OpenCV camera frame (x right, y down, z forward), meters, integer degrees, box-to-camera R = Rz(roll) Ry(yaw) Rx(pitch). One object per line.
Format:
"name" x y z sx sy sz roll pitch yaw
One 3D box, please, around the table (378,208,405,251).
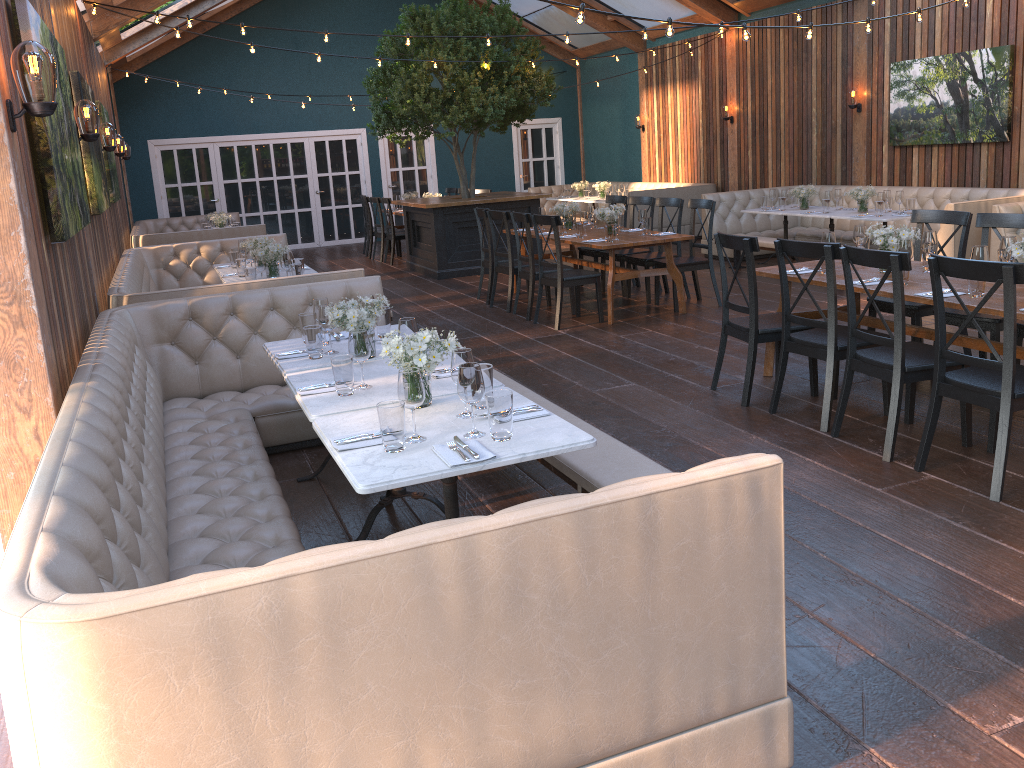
"table" -1.460 -2.531 14.739 0.953 0.720 2.458 -9 15 -20

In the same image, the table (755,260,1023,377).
"table" 2.479 -0.219 4.998 0.953 0.720 2.458 -9 15 -20

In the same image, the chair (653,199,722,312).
"chair" 1.683 -1.260 8.576 0.541 1.007 0.483 -7 12 -16

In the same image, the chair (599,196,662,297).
"chair" 1.268 -1.503 9.601 0.542 1.007 0.482 -10 13 -25

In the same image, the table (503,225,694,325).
"table" 0.808 -1.199 9.130 0.953 0.720 2.458 -9 15 -20

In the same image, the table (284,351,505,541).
"table" -0.514 0.301 3.901 0.801 0.663 0.807 -9 14 -20

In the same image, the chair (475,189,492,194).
"chair" -0.593 -2.582 14.151 0.543 1.007 0.480 -13 15 -37

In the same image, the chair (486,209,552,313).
"chair" 0.061 -1.301 9.143 0.542 1.007 0.482 -10 13 -25

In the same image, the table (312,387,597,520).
"table" -0.212 0.478 3.154 0.801 0.663 0.807 -9 14 -21

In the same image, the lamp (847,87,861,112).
"lamp" 4.391 -3.647 11.360 0.178 0.316 0.148 -8 13 -20

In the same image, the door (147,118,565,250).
"door" -2.691 -3.944 17.536 8.199 2.181 0.175 -9 13 -21

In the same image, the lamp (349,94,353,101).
"lamp" -2.863 -5.081 15.689 0.067 0.116 0.057 1 13 23

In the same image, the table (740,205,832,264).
"table" 3.414 -1.848 11.032 0.801 0.663 0.807 -9 14 -21

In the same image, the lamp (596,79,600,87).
"lamp" 1.338 -4.686 13.773 0.057 0.119 0.056 -15 16 -42

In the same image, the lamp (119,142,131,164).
"lamp" -5.815 -3.471 13.286 0.178 0.316 0.148 -8 13 -20

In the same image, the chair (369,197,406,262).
"chair" -1.978 -2.511 14.235 0.542 1.007 0.482 -10 13 -25

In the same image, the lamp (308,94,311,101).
"lamp" -3.484 -4.923 15.222 0.056 0.119 0.057 -3 12 3

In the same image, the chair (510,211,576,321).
"chair" 0.292 -1.183 8.638 0.541 1.007 0.482 -8 13 -18

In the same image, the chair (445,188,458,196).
"chair" -1.203 -2.954 15.713 0.542 1.007 0.482 -10 13 -25

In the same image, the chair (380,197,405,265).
"chair" -1.725 -2.396 13.738 0.541 1.007 0.482 -8 13 -20

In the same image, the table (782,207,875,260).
"table" 3.717 -1.671 10.285 0.801 0.663 0.807 -9 14 -20

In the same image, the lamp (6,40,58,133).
"lamp" -1.743 -1.081 3.214 0.178 0.316 0.148 -8 13 -20

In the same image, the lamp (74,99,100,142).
"lamp" -2.755 -1.675 5.717 0.178 0.316 0.148 -8 13 -20

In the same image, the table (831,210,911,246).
"table" 4.019 -1.493 9.538 0.801 0.663 0.807 -9 14 -21

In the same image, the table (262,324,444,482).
"table" -0.816 0.124 4.649 0.801 0.663 0.807 -9 14 -21

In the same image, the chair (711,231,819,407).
"chair" 1.567 -0.441 5.507 0.540 1.007 0.483 -7 12 -13

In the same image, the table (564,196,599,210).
"table" 1.472 -2.988 15.837 0.801 0.663 0.807 -9 14 -20

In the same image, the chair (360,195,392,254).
"chair" -2.332 -2.764 15.283 0.540 1.007 0.483 -7 12 -15

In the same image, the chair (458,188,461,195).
"chair" -0.996 -2.832 15.200 0.541 1.007 0.483 -7 12 -16

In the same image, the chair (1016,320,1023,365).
"chair" 3.155 -0.396 4.934 0.541 1.007 0.483 -7 12 -16

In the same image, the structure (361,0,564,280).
"structure" -0.655 -3.440 12.244 2.718 3.648 2.886 -7 13 -12

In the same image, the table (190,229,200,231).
"table" -4.734 -2.176 14.340 0.801 0.663 0.807 -9 14 -21

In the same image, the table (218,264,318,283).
"table" -2.187 -0.681 8.040 0.801 0.663 0.807 -9 14 -20

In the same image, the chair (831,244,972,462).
"chair" 1.982 -0.199 4.487 0.540 1.007 0.483 -7 12 -15

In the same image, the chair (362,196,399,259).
"chair" -2.199 -2.630 14.742 0.541 1.007 0.483 -7 12 -16

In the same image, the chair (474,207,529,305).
"chair" -0.112 -1.429 9.668 0.541 1.007 0.483 -7 12 -16

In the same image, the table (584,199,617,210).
"table" 1.774 -2.811 15.090 0.801 0.663 0.807 -9 14 -21

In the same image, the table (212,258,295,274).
"table" -2.490 -0.858 8.788 0.801 0.663 0.807 -9 14 -21

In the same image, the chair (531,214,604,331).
"chair" 0.499 -1.062 8.125 0.542 1.007 0.482 -10 13 -25

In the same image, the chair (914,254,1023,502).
"chair" 2.195 -0.078 3.976 0.541 1.007 0.482 -8 13 -20

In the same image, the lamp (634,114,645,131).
"lamp" 2.357 -4.841 16.393 0.178 0.316 0.148 -8 13 -20

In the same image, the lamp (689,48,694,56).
"lamp" 2.785 -5.148 13.734 0.074 0.113 0.057 -7 12 -15

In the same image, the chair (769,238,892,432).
"chair" 1.804 -0.322 4.997 0.541 1.007 0.482 -9 13 -24

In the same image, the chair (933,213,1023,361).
"chair" 2.948 -0.517 5.446 0.542 1.007 0.482 -10 13 -25

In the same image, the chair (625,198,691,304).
"chair" 1.476 -1.382 9.088 0.541 1.007 0.482 -8 13 -20

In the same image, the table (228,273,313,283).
"table" -1.885 -0.504 7.293 0.801 0.663 0.807 -9 14 -21

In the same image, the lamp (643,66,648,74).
"lamp" 2.077 -4.884 13.759 0.066 0.116 0.057 8 17 44

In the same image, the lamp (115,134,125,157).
"lamp" -4.797 -2.874 10.769 0.178 0.316 0.148 -8 13 -20

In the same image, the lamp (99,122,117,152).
"lamp" -3.780 -2.277 8.253 0.178 0.316 0.148 -8 13 -20

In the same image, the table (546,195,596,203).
"table" 1.169 -3.165 16.585 0.801 0.663 0.807 -9 14 -21

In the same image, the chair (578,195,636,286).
"chair" 1.061 -1.625 10.115 0.541 1.007 0.482 -8 13 -20

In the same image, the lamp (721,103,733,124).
"lamp" 3.374 -4.244 13.876 0.178 0.316 0.148 -8 13 -20

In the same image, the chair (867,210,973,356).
"chair" 2.741 -0.639 5.960 0.541 1.007 0.482 -8 13 -20
